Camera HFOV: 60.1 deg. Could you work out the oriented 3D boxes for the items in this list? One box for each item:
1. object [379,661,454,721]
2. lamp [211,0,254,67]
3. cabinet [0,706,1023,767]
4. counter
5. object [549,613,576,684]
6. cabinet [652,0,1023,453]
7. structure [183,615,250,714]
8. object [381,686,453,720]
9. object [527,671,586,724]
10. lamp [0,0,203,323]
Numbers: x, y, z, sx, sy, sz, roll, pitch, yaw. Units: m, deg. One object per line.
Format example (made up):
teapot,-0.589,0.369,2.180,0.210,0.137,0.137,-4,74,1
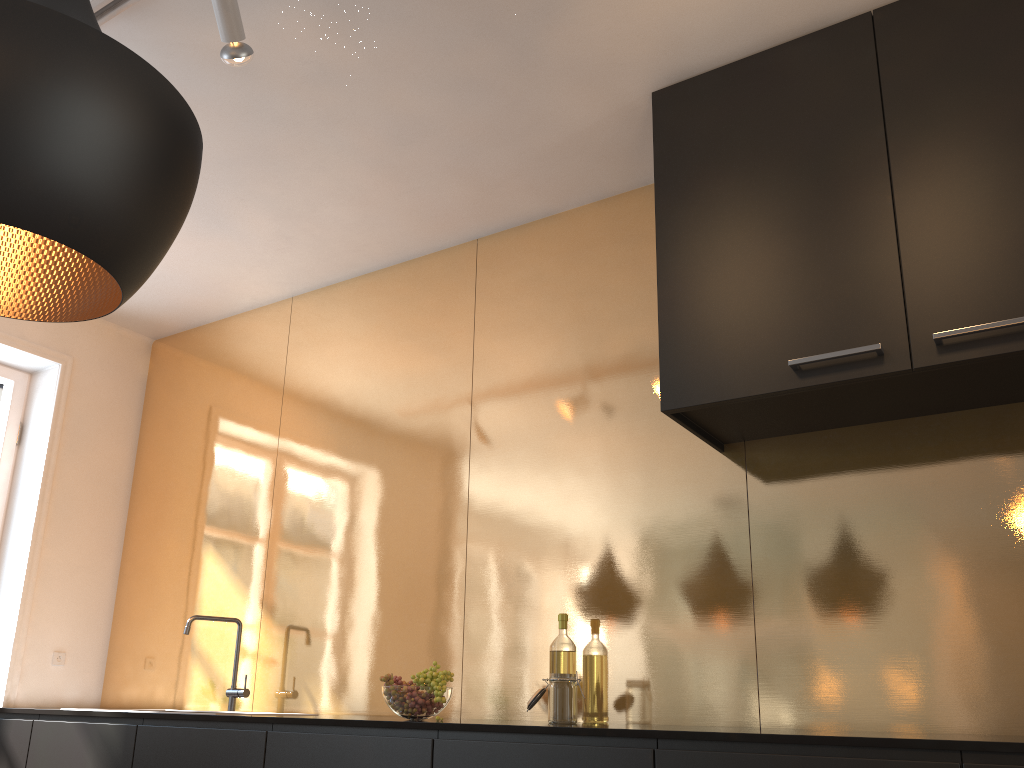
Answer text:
object,-0.286,0.928,2.681,0.240,0.169,0.181,-5,-19,17
lamp,-0.711,-0.964,2.233,0.085,0.235,0.256,1,-18,-1
cabinet,-0.022,1.430,2.509,5.093,0.881,0.744,-12,-22,31
counter,-0.013,1.008,2.635,5.090,0.002,0.744,-12,-24,31
object,0.163,0.908,2.837,0.092,0.332,0.094,1,-17,0
cabinet,1.370,-0.516,2.282,1.967,1.028,0.540,-11,-21,31
structure,-1.182,1.124,3.541,0.268,0.377,0.110,16,-22,-39
object,-0.289,0.970,2.687,0.219,0.095,0.223,4,-20,-9
object,0.133,0.935,2.646,0.177,0.148,0.090,-2,-18,10
lamp,-0.602,-0.383,1.121,0.411,0.530,0.419,4,-18,-9
